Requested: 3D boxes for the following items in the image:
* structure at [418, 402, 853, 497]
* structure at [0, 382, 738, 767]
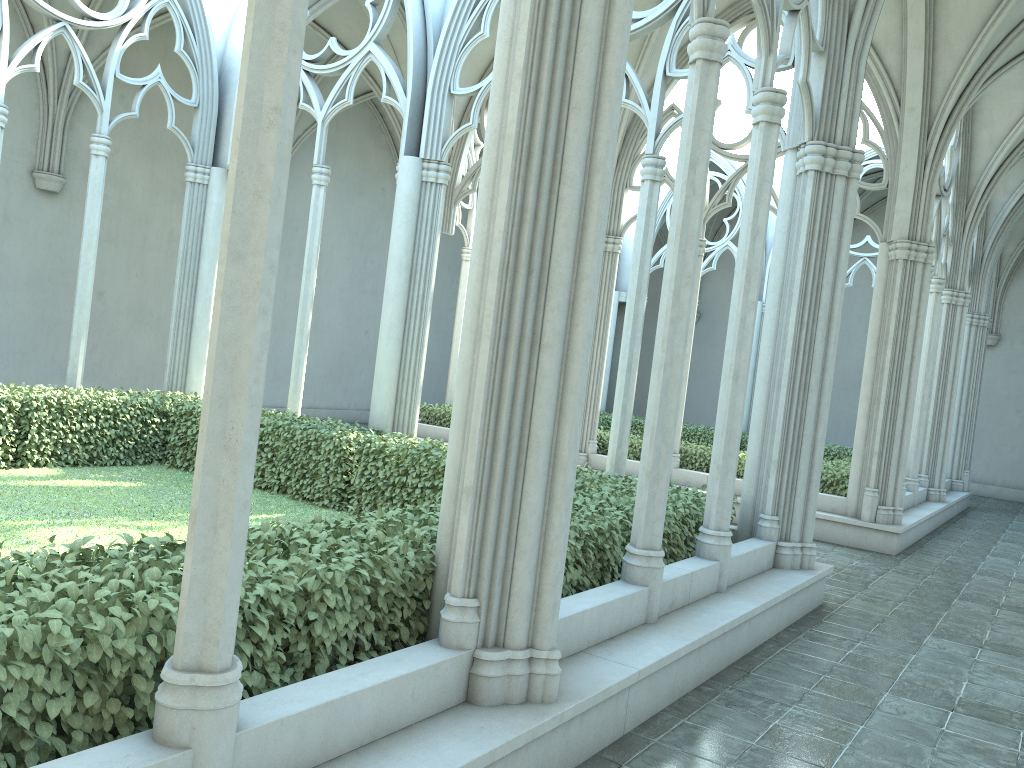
[{"bbox_3d":[3.591,1.396,17.768,7.995,0.963,8.018,8,1,33],"label":"structure"},{"bbox_3d":[-3.424,0.771,6.764,7.995,0.963,8.018,8,1,33],"label":"structure"}]
